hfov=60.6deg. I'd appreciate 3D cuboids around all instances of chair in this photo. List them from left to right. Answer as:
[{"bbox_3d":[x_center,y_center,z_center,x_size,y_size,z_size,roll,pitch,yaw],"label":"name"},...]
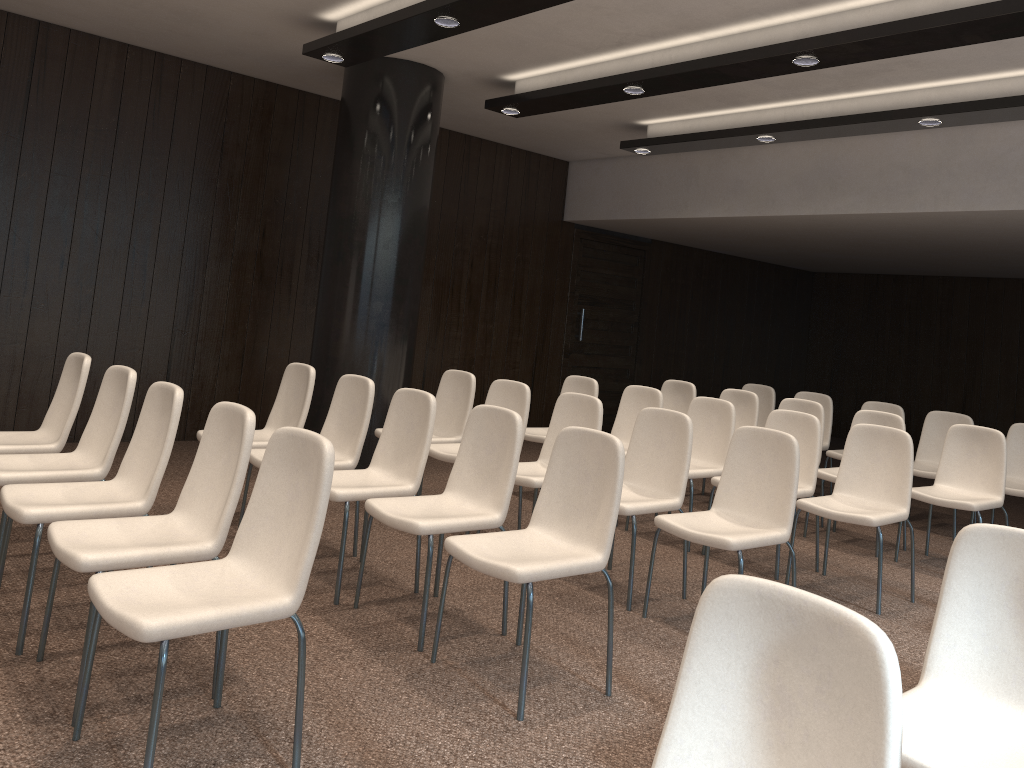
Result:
[{"bbox_3d":[-2.420,0.288,4.260,0.552,0.908,0.533,7,-3,-39],"label":"chair"},{"bbox_3d":[-2.005,0.365,3.815,0.552,0.908,0.533,7,-3,-41],"label":"chair"},{"bbox_3d":[-1.616,0.441,3.338,0.552,0.908,0.533,7,-3,-38],"label":"chair"},{"bbox_3d":[-1.210,0.515,2.910,0.552,0.908,0.533,7,-3,-39],"label":"chair"},{"bbox_3d":[-0.851,0.587,2.459,0.552,0.908,0.533,7,-3,-42],"label":"chair"},{"bbox_3d":[-1.485,0.322,5.044,0.552,0.908,0.533,7,-3,-38],"label":"chair"},{"bbox_3d":[-1.071,0.398,4.608,0.552,0.908,0.533,7,-3,-39],"label":"chair"},{"bbox_3d":[-0.702,0.472,4.139,0.552,0.908,0.533,7,-3,-39],"label":"chair"},{"bbox_3d":[-0.583,0.352,5.837,0.552,0.908,0.533,7,-3,-40],"label":"chair"},{"bbox_3d":[-0.295,0.545,3.720,0.552,0.908,0.533,7,-3,-38],"label":"chair"},{"bbox_3d":[-0.224,0.424,5.385,0.552,0.908,0.533,8,-3,-42],"label":"chair"},{"bbox_3d":[0.081,0.621,3.233,0.552,0.908,0.533,7,-3,-39],"label":"chair"},{"bbox_3d":[0.174,0.502,4.902,0.552,0.908,0.533,7,-3,-40],"label":"chair"},{"bbox_3d":[0.314,0.385,6.590,0.552,0.908,0.533,7,-3,-39],"label":"chair"},{"bbox_3d":[0.730,0.462,6.144,0.552,0.908,0.533,7,-3,-40],"label":"chair"},{"bbox_3d":[0.591,0.578,4.454,0.552,0.908,0.533,7,-3,-40],"label":"chair"},{"bbox_3d":[1.226,0.414,7.405,0.552,0.908,0.533,7,-3,-38],"label":"chair"},{"bbox_3d":[0.244,0.790,1.270,0.552,0.908,0.533,7,-3,-39],"label":"chair"},{"bbox_3d":[1.118,0.538,5.670,0.552,0.908,0.533,7,-3,-39],"label":"chair"},{"bbox_3d":[1.632,0.491,6.948,0.552,0.908,0.533,7,-3,-39],"label":"chair"},{"bbox_3d":[0.980,0.655,3.979,0.552,0.908,0.533,7,-3,-38],"label":"chair"},{"bbox_3d":[2.116,0.449,8.128,0.552,0.908,0.533,7,-3,-39],"label":"chair"},{"bbox_3d":[1.524,0.612,5.241,0.552,0.908,0.533,7,-3,-39],"label":"chair"},{"bbox_3d":[2.004,0.563,6.508,0.552,0.908,0.533,8,-3,-42],"label":"chair"},{"bbox_3d":[2.489,0.523,7.661,0.552,0.908,0.533,8,-3,-42],"label":"chair"},{"bbox_3d":[1.882,0.683,4.790,0.552,0.908,0.533,8,-3,-42],"label":"chair"},{"bbox_3d":[2.391,0.640,6.022,0.552,0.908,0.533,8,-3,-42],"label":"chair"},{"bbox_3d":[2.914,0.601,7.208,0.552,0.908,0.533,7,-3,-41],"label":"chair"},{"bbox_3d":[3.271,0.670,6.783,0.552,0.908,0.533,8,-3,-42],"label":"chair"},{"bbox_3d":[2.823,0.719,5.562,0.552,0.908,0.533,7,-3,-39],"label":"chair"},{"bbox_3d":[1.088,0.818,2.005,0.552,0.908,0.533,8,-3,-42],"label":"chair"},{"bbox_3d":[3.680,0.747,6.321,0.552,0.908,0.533,8,-3,-42],"label":"chair"}]

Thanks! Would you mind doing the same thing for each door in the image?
[{"bbox_3d":[1.101,-0.607,10.658,1.385,2.427,0.269,8,-4,-40],"label":"door"}]

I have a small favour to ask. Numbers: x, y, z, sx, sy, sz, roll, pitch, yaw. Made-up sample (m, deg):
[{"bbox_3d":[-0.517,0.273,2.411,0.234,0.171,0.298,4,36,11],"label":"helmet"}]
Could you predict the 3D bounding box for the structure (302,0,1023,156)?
[{"bbox_3d":[-1.069,-1.927,0.937,13.041,0.232,8.122,2,6,-41],"label":"structure"}]
